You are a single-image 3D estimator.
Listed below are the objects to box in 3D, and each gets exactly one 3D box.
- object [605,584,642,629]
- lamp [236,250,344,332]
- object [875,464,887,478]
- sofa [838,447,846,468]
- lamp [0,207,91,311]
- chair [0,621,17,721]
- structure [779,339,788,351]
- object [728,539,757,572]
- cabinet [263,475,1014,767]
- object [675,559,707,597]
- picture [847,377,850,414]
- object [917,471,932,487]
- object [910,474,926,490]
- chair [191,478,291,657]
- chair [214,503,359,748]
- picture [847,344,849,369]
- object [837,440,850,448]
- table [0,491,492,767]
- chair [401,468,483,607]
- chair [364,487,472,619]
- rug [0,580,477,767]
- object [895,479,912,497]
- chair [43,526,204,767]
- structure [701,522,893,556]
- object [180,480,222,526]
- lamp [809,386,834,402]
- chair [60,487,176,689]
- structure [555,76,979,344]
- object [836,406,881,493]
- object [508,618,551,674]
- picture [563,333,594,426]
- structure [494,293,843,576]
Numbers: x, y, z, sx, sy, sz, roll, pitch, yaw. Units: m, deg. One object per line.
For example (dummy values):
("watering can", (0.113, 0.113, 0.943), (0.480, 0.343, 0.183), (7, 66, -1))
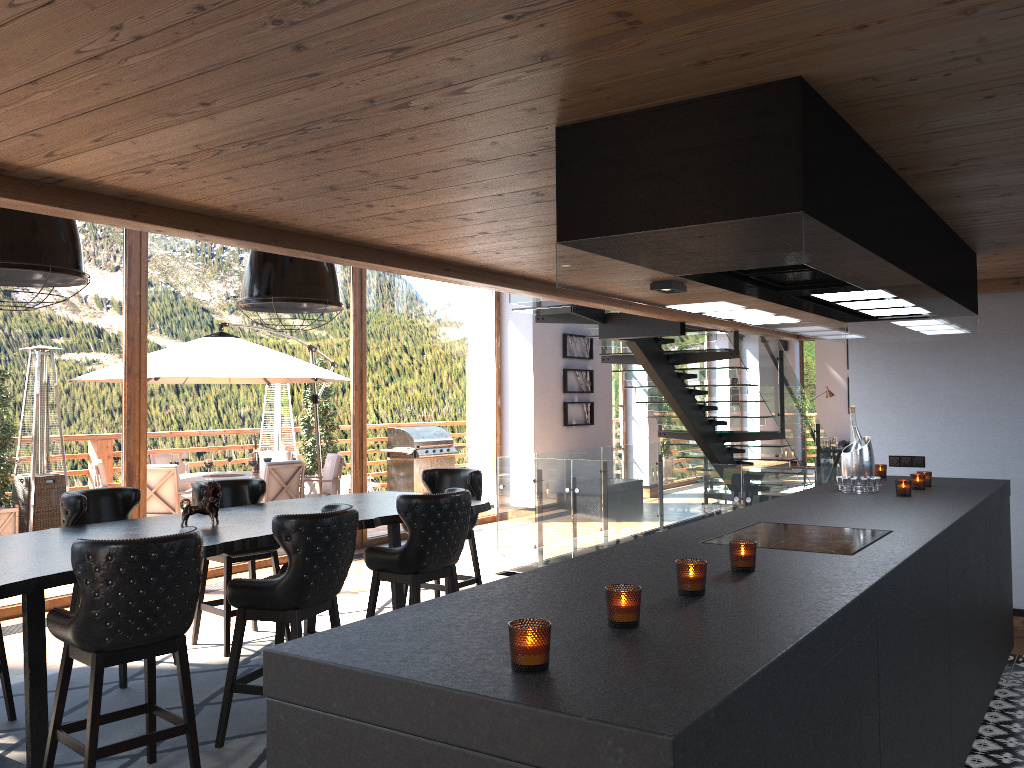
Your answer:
("object", (0.242, 0.482, 1.922), (0.079, 0.081, 0.079), (0, -2, -11))
("lamp", (-1.340, -2.656, 5.364), (0.624, 4.687, 0.618), (0, -2, -11))
("object", (2.285, 0.540, 5.498), (0.080, 0.081, 0.078), (0, -2, -21))
("sofa", (6.511, 1.419, 14.262), (2.537, 0.838, 1.253), (-1, -2, 33))
("lamp", (-2.248, -2.676, 4.034), (0.624, 4.687, 0.618), (0, -2, -11))
("chair", (-2.864, 1.163, 4.409), (0.562, 1.092, 0.509), (-2, -2, 33))
("structure", (6.266, -0.940, 20.504), (0.211, 0.349, 0.216), (-2, -2, 34))
("object", (0.660, 0.491, 2.534), (0.079, 0.081, 0.079), (0, -2, -11))
("cabinet", (1.241, 1.100, 3.504), (0.879, 1.104, 4.853), (-2, -2, 34))
("object", (0.451, 0.486, 2.228), (0.079, 0.081, 0.079), (0, -2, -11))
("picture", (7.846, 0.252, 19.508), (0.869, 0.816, 0.036), (-2, -2, 34))
("object", (2.287, 0.527, 4.915), (0.079, 0.081, 0.079), (-1, -2, -1))
("object", (2.179, 0.525, 4.757), (0.079, 0.081, 0.079), (-1, -2, -1))
("chair", (-1.834, 1.194, 5.889), (0.561, 1.092, 0.510), (-2, -3, 43))
("chair", (-1.023, 1.141, 4.239), (0.564, 1.092, 0.507), (-1, -2, 18))
("picture", (7.837, -0.743, 19.543), (0.869, 0.816, 0.036), (-2, -2, 34))
("object", (7.311, 1.324, 19.507), (0.227, 0.183, 0.403), (0, -1, -12))
("table", (-1.607, 1.252, 4.887), (1.413, 0.950, 3.838), (-2, -2, 34))
("chair", (-0.492, 1.187, 6.570), (0.498, 1.092, 0.574), (-2, -2, 33))
("chair", (-0.514, 1.154, 5.070), (0.562, 1.092, 0.509), (-2, -2, 33))
("rug", (-1.369, 1.710, 5.107), (2.523, 0.047, 5.693), (-1, -2, 34))
("object", (1.960, 0.520, 4.437), (0.079, 0.081, 0.079), (-1, -2, -1))
("chair", (-1.544, 1.141, 3.590), (0.561, 1.092, 0.510), (-2, -3, 43))
("structure", (1.024, 0.550, 3.146), (0.498, 0.017, 0.617), (-1, -2, 34))
("object", (-1.729, 0.661, 4.927), (0.221, 0.254, 0.116), (0, -2, -4))
("lamp", (6.370, 0.999, 19.080), (1.337, 1.900, 0.521), (1, -2, -35))
("chair", (-2.355, 1.176, 5.241), (0.564, 1.092, 0.507), (-1, -2, 18))
("structure", (1.342, -0.502, 3.711), (0.703, 0.476, 3.286), (-2, -2, 34))
("object", (1.825, 0.341, 4.682), (0.223, 0.453, 0.227), (-2, -2, 34))
("object", (0.033, 0.477, 1.616), (0.079, 0.081, 0.079), (0, -2, -11))
("picture", (0.967, -0.054, 12.831), (0.058, 1.313, 0.782), (-2, -2, 34))
("structure", (-0.093, 1.429, 10.360), (9.106, 6.401, 11.146), (-2, -2, 34))
